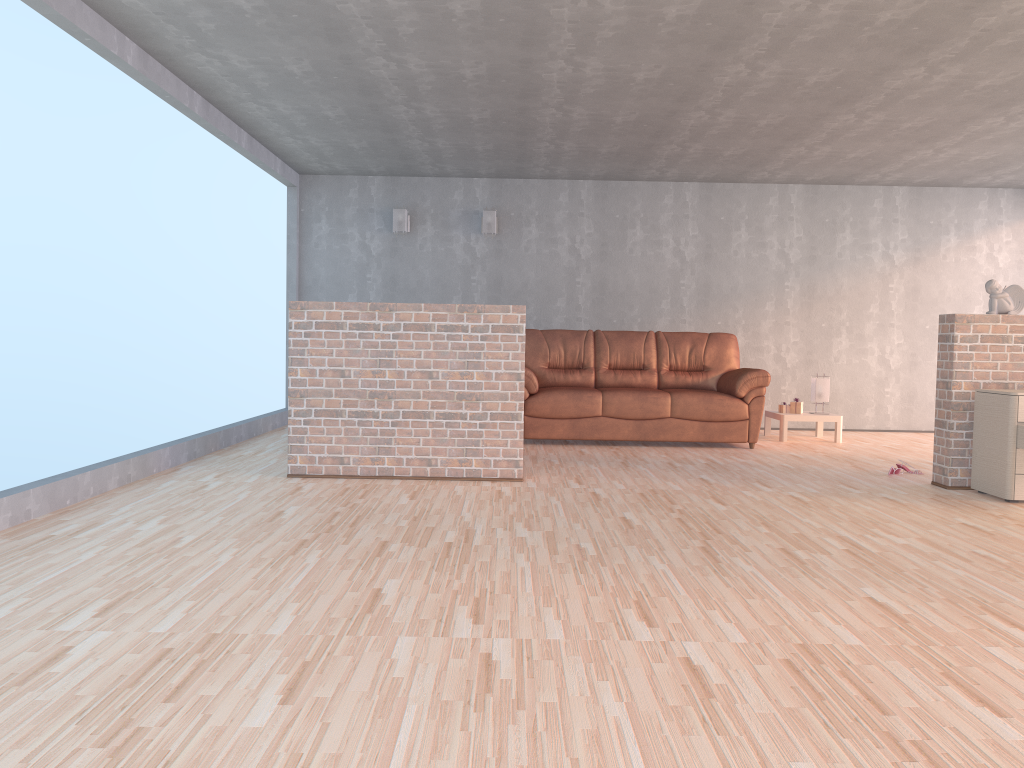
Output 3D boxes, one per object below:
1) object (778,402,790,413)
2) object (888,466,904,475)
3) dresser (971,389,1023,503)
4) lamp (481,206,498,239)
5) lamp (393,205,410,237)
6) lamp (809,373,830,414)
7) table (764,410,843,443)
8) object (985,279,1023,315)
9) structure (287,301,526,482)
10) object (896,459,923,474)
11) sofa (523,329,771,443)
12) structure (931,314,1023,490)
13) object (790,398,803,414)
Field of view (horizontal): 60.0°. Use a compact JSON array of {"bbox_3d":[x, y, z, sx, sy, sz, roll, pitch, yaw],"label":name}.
[{"bbox_3d":[2.517,0.214,8.127,0.152,0.105,0.080,-1,3,-32],"label":"object"},{"bbox_3d":[2.562,0.576,5.923,0.078,0.066,0.192,3,3,36],"label":"object"},{"bbox_3d":[3.581,0.364,4.969,1.686,0.612,0.605,1,3,0],"label":"dresser"},{"bbox_3d":[-0.223,-1.596,8.799,0.165,0.319,0.177,1,3,0],"label":"lamp"},{"bbox_3d":[-1.107,-1.612,8.791,0.165,0.319,0.168,1,3,0],"label":"lamp"},{"bbox_3d":[2.807,0.087,8.082,0.140,0.376,0.140,1,3,0],"label":"lamp"},{"bbox_3d":[2.661,0.386,8.135,0.548,0.241,0.548,1,3,0],"label":"table"},{"bbox_3d":[2.983,-0.526,5.385,0.216,0.218,0.131,1,3,-1],"label":"object"},{"bbox_3d":[-0.633,0.042,5.405,1.422,1.057,0.211,1,3,0],"label":"structure"},{"bbox_3d":[2.707,0.564,6.033,0.188,0.085,0.069,3,3,39],"label":"object"},{"bbox_3d":[1.018,-0.011,7.686,2.202,0.923,0.981,1,3,0],"label":"sofa"},{"bbox_3d":[3.339,0.116,5.421,1.422,1.057,0.211,1,3,0],"label":"structure"},{"bbox_3d":[2.586,0.195,8.054,0.099,0.147,0.102,3,3,28],"label":"object"}]
